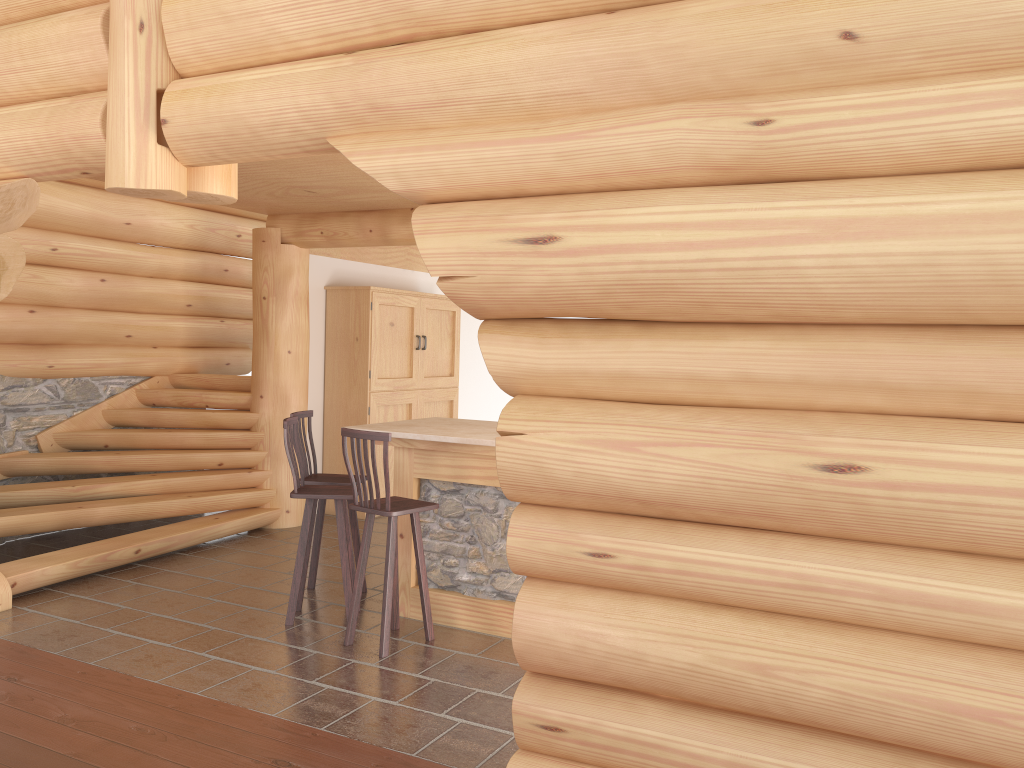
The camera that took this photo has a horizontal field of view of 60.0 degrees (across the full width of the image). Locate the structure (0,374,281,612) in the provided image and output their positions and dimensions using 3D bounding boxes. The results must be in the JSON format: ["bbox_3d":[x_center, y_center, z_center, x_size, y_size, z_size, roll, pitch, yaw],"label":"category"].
[{"bbox_3d":[-3.575,0.585,7.788,1.951,1.643,3.604,3,3,21],"label":"structure"}]

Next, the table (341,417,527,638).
[{"bbox_3d":[0.524,0.976,5.795,3.220,1.257,1.196,3,3,27],"label":"table"}]

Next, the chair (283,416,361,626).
[{"bbox_3d":[-1.255,0.891,5.851,0.504,1.319,0.406,1,2,-4],"label":"chair"}]

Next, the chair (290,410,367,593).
[{"bbox_3d":[-1.318,0.867,6.368,0.504,1.319,0.406,2,2,7],"label":"chair"}]

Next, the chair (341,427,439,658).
[{"bbox_3d":[-0.747,0.926,5.391,0.406,1.319,0.504,4,3,37],"label":"chair"}]

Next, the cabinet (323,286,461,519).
[{"bbox_3d":[-1.299,0.167,10.043,0.670,2.403,1.847,3,3,27],"label":"cabinet"}]
